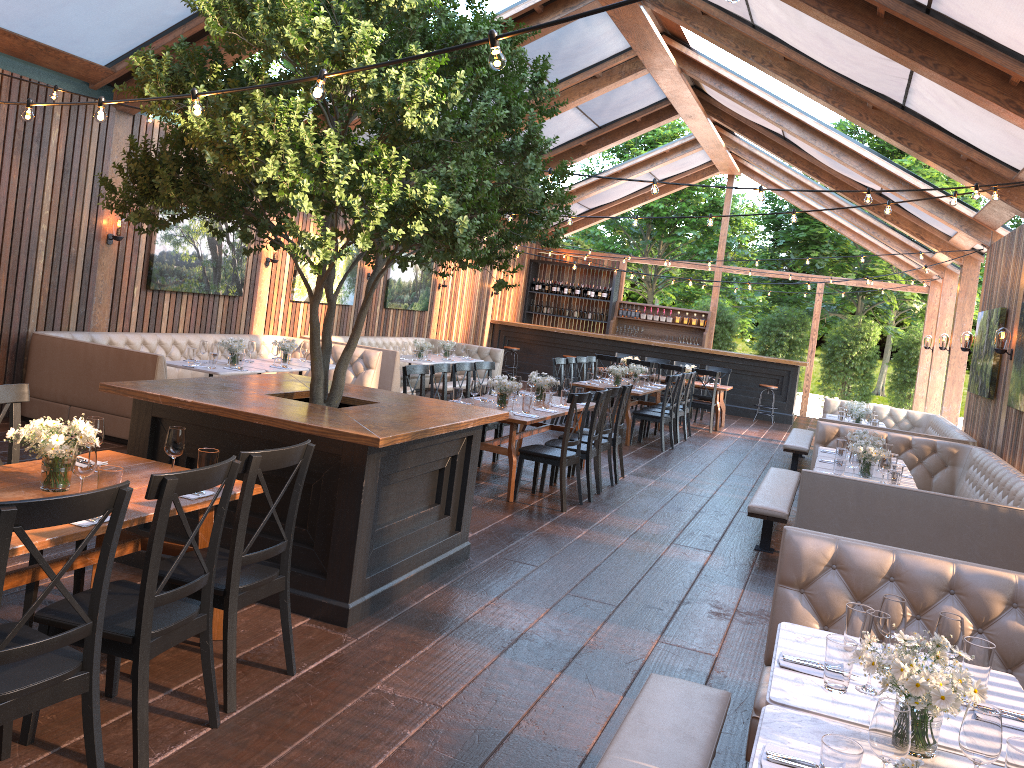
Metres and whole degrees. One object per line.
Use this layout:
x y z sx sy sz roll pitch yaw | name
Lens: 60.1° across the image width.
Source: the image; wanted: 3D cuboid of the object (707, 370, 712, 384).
3.504 -0.120 15.675 0.092 0.244 0.093 6 2 -27 | object

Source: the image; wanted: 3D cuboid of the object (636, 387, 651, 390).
1.878 0.057 12.769 0.256 0.019 0.157 9 6 21 | object

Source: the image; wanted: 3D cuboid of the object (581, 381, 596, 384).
1.083 -0.019 12.466 0.256 0.019 0.157 9 6 21 | object

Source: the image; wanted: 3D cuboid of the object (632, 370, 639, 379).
1.798 -0.079 12.902 0.092 0.244 0.093 6 2 -27 | object

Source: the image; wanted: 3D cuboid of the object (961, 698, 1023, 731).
1.478 1.000 2.692 0.256 0.019 0.157 9 6 21 | object

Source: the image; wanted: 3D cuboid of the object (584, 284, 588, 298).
1.783 -2.242 21.336 0.081 0.323 0.081 7 2 -1 | object

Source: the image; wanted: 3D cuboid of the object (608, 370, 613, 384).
1.437 -0.126 12.884 0.092 0.244 0.093 6 2 -27 | object

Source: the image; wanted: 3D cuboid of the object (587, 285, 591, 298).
1.859 -2.218 21.281 0.077 0.306 0.077 9 2 37 | object

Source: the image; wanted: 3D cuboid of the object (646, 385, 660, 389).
2.097 0.039 13.246 0.256 0.019 0.157 9 6 21 | object

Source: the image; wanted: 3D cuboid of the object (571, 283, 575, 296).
1.481 -2.282 21.428 0.077 0.308 0.077 7 2 -1 | object

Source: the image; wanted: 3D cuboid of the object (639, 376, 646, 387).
1.897 -0.026 12.933 0.091 0.158 0.092 5 3 -43 | object

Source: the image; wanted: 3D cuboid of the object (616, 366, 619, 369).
1.600 -0.151 13.372 0.092 0.244 0.093 6 2 -27 | object

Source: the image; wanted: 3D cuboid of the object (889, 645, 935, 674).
1.379 0.953 3.060 0.158 0.019 0.255 9 6 20 | object

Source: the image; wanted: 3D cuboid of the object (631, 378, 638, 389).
1.703 -0.002 12.378 0.091 0.158 0.092 6 3 -23 | object

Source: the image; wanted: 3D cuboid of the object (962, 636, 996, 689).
1.511 0.916 2.878 0.092 0.158 0.092 8 2 7 | object

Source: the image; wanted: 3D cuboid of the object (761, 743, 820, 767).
0.749 0.953 2.191 0.256 0.019 0.157 9 6 21 | object

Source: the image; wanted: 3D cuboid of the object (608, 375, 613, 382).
1.485 -0.118 13.329 0.091 0.158 0.092 5 3 -43 | object

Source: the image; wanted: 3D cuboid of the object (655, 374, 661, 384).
2.300 -0.072 13.961 0.091 0.158 0.092 5 3 -43 | object

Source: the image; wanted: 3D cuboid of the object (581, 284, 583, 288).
1.687 -2.274 21.543 0.081 0.323 0.081 7 2 -1 | object

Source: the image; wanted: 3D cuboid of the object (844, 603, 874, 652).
1.205 0.857 3.090 0.092 0.158 0.092 8 2 7 | object

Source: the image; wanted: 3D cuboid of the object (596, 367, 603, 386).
1.211 -0.105 12.340 0.092 0.244 0.093 7 2 -22 | object

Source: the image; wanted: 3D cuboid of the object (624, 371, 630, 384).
1.598 -0.054 12.331 0.092 0.244 0.093 7 2 -22 | object

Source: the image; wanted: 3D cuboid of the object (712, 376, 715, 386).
3.498 -0.084 15.283 0.092 0.244 0.093 6 2 -27 | object

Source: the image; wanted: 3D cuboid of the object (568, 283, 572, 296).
1.413 -2.299 21.502 0.078 0.311 0.078 8 2 15 | object

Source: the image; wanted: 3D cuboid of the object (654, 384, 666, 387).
2.274 0.009 13.809 0.256 0.019 0.157 9 6 21 | object

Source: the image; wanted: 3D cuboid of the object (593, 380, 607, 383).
1.309 -0.041 13.017 0.256 0.019 0.157 9 6 21 | object

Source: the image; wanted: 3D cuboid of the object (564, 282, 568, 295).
1.315 -2.322 21.498 0.087 0.334 0.087 7 2 0 | object

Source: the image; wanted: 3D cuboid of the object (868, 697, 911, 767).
0.875 0.867 2.066 0.092 0.244 0.093 7 2 -22 | object

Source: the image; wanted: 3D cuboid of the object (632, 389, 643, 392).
1.681 0.082 12.204 0.256 0.019 0.157 9 6 21 | object

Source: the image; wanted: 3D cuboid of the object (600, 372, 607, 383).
1.319 -0.094 12.839 0.091 0.158 0.092 5 3 -43 | object

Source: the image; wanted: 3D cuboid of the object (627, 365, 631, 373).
1.831 -0.172 13.921 0.092 0.244 0.093 6 2 -27 | object

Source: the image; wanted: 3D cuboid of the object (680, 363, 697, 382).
3.122 -0.197 15.618 0.328 0.309 0.338 5 4 -37 | object

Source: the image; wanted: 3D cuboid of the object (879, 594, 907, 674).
1.262 0.834 2.956 0.092 0.244 0.093 7 2 -22 | object

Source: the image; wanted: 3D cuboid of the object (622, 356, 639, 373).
2.151 -0.358 16.002 0.335 0.309 0.331 6 4 -15 | object

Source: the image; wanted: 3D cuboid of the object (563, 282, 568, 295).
1.294 -2.327 21.630 0.136 0.315 0.137 7 2 -18 | object

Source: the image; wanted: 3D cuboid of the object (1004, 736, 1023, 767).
1.234 0.950 2.134 0.092 0.158 0.092 8 2 7 | object

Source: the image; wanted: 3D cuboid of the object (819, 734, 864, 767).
0.743 0.898 2.018 0.092 0.158 0.092 8 2 7 | object

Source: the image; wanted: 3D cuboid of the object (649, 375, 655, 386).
2.116 -0.045 13.411 0.091 0.158 0.092 5 3 -43 | object

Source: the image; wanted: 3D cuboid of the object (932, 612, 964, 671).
1.390 0.862 2.832 0.092 0.244 0.093 7 2 -22 | object

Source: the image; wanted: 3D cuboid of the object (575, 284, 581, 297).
1.602 -2.269 21.436 0.136 0.315 0.137 7 2 -18 | object

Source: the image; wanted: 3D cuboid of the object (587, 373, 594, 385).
1.082 -0.074 12.298 0.091 0.158 0.092 6 3 -33 | object

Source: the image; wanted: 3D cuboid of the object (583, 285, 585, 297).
1.729 -2.252 21.466 0.077 0.306 0.077 9 2 37 | object

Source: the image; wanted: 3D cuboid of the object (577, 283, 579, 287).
1.592 -2.292 21.565 0.087 0.334 0.087 7 2 0 | object

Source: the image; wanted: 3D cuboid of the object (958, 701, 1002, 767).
1.114 0.893 2.116 0.092 0.244 0.093 7 2 -22 | object

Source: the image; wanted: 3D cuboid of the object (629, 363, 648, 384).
1.923 -0.168 13.649 0.328 0.309 0.338 7 4 -13 | object

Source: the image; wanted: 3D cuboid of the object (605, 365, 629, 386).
1.510 -0.131 12.681 0.335 0.309 0.331 5 4 -35 | object

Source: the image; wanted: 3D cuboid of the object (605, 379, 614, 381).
1.478 -0.066 13.516 0.256 0.019 0.157 9 6 21 | object

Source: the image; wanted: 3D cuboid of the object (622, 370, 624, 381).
1.730 -0.137 13.871 0.091 0.158 0.092 5 3 -43 | object

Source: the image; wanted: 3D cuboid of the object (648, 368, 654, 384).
2.182 -0.129 13.941 0.092 0.244 0.093 6 2 -27 | object

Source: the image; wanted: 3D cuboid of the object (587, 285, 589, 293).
1.846 -2.238 21.446 0.136 0.315 0.137 7 2 -18 | object

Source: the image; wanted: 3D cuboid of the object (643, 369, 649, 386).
2.017 -0.098 13.379 0.092 0.244 0.093 6 2 -27 | object

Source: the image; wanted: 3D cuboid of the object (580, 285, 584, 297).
1.695 -2.245 21.369 0.075 0.302 0.075 7 2 3 | object

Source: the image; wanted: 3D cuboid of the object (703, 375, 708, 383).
3.453 -0.095 15.797 0.091 0.158 0.092 5 3 -43 | object
